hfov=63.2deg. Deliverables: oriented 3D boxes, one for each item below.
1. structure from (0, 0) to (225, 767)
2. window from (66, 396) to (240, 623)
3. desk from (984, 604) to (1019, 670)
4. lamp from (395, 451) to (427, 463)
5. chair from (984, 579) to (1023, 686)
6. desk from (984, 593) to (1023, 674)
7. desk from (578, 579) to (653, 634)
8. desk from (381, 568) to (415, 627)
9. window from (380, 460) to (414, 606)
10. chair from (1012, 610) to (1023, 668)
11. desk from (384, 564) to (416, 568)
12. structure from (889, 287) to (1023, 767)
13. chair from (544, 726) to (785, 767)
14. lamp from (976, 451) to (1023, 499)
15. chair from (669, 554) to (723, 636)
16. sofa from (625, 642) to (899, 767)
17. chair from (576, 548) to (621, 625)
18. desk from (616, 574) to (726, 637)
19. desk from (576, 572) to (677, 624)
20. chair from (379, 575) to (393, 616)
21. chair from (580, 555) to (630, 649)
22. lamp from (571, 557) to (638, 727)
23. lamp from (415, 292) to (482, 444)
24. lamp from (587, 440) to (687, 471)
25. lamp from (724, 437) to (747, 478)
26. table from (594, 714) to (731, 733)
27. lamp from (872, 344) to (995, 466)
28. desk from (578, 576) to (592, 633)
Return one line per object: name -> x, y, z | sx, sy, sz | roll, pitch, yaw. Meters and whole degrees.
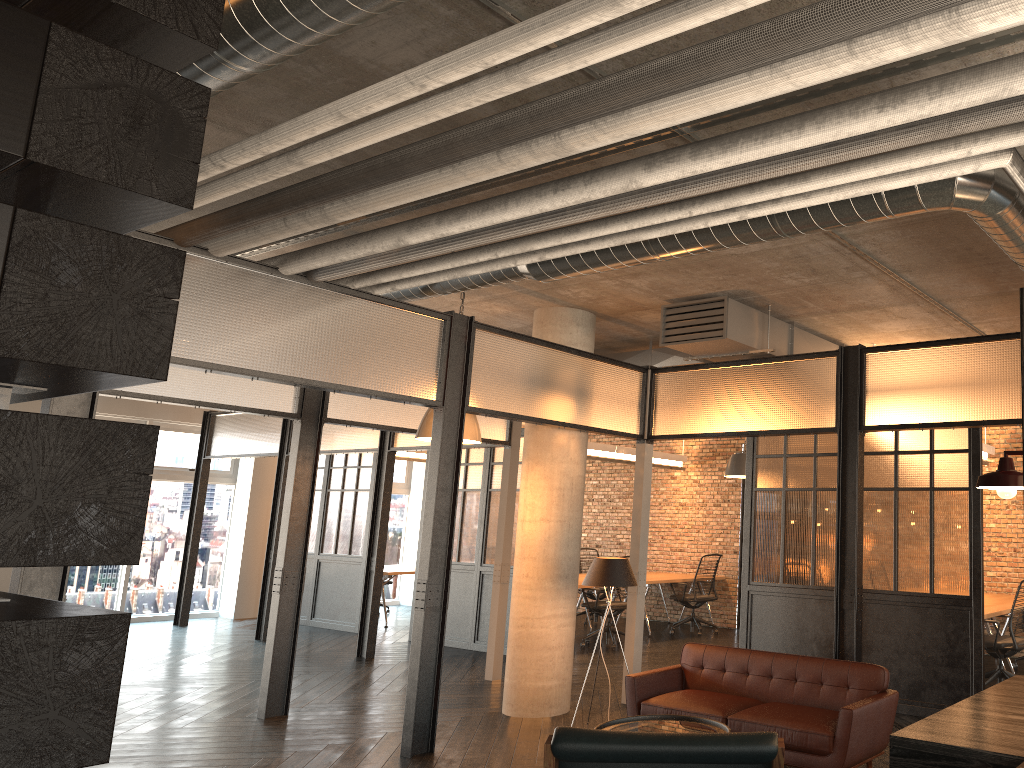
structure -> -4.997, 0.063, 1.020 | 5.241, 2.742, 6.328 | -6, -12, 40
window -> -4.919, 1.647, 10.874 | 0.212, 2.877, 2.875 | -4, -12, 43
desk -> 4.090, 2.460, 7.723 | 0.689, 0.720, 1.898 | -5, -12, 42
lamp -> -0.821, 0.853, 12.952 | 0.258, 0.858, 3.940 | -4, -11, 43
chair -> 4.397, 2.262, 7.532 | 0.599, 1.064, 0.799 | -4, -12, 41
desk -> 5.377, 2.724, 9.094 | 0.689, 0.720, 1.898 | -5, -12, 42
desk -> 0.864, 2.778, 10.155 | 0.689, 0.720, 1.898 | -5, -12, 42
desk -> -1.288, 2.989, 11.777 | 0.689, 0.720, 1.898 | -5, -12, 42
window -> -2.717, 2.099, 13.220 | 0.212, 2.877, 2.875 | -4, -12, 43
chair -> 5.699, 2.529, 8.919 | 0.599, 1.064, 0.799 | -4, -12, 41
desk -> -1.839, 3.044, 12.193 | 0.689, 0.720, 1.898 | -5, -12, 42
structure -> 2.993, 0.765, 1.986 | 3.401, 2.116, 4.274 | -6, -12, 40
chair -> 0.553, 1.522, 2.915 | 0.742, 0.796, 1.036 | 2, -9, 8
lamp -> 1.596, 0.282, 2.658 | 0.225, 0.171, 0.198 | 2, -9, 6
chair -> 2.472, 2.847, 11.351 | 0.599, 1.064, 0.799 | -4, -12, 41
sofa -> 1.498, 1.990, 5.078 | 1.388, 0.637, 0.778 | -5, -12, 38
chair -> 1.273, 2.951, 12.173 | 0.599, 1.064, 0.799 | -4, -12, 41
desk -> 2.150, 3.042, 11.526 | 0.689, 0.720, 1.898 | -5, -12, 42
desk -> 1.599, 3.096, 11.942 | 0.689, 0.720, 1.898 | -5, -12, 42
chair -> -2.141, 2.904, 12.450 | 0.599, 1.064, 0.799 | -4, -12, 41
chair -> 1.171, 2.579, 9.964 | 0.599, 1.064, 0.799 | -4, -12, 41
lamp -> 0.873, 1.824, 5.835 | 0.865, 1.179, 0.535 | 4, -9, -3
lamp -> -0.384, -0.339, 5.978 | 0.448, 1.504, 0.441 | 4, -9, 3
lamp -> 1.331, 0.641, 11.330 | 0.258, 0.858, 3.940 | -4, -11, 43
lamp -> 2.575, 0.268, 9.131 | 0.448, 1.504, 0.441 | 4, -9, 3
table -> 0.764, 1.966, 4.267 | 0.616, 0.372, 0.812 | -5, -12, 36
lamp -> 4.557, 0.323, 8.898 | 0.258, 0.858, 3.940 | -4, -11, 43
desk -> 0.312, 2.832, 10.571 | 0.689, 0.720, 1.898 | -5, -12, 42
